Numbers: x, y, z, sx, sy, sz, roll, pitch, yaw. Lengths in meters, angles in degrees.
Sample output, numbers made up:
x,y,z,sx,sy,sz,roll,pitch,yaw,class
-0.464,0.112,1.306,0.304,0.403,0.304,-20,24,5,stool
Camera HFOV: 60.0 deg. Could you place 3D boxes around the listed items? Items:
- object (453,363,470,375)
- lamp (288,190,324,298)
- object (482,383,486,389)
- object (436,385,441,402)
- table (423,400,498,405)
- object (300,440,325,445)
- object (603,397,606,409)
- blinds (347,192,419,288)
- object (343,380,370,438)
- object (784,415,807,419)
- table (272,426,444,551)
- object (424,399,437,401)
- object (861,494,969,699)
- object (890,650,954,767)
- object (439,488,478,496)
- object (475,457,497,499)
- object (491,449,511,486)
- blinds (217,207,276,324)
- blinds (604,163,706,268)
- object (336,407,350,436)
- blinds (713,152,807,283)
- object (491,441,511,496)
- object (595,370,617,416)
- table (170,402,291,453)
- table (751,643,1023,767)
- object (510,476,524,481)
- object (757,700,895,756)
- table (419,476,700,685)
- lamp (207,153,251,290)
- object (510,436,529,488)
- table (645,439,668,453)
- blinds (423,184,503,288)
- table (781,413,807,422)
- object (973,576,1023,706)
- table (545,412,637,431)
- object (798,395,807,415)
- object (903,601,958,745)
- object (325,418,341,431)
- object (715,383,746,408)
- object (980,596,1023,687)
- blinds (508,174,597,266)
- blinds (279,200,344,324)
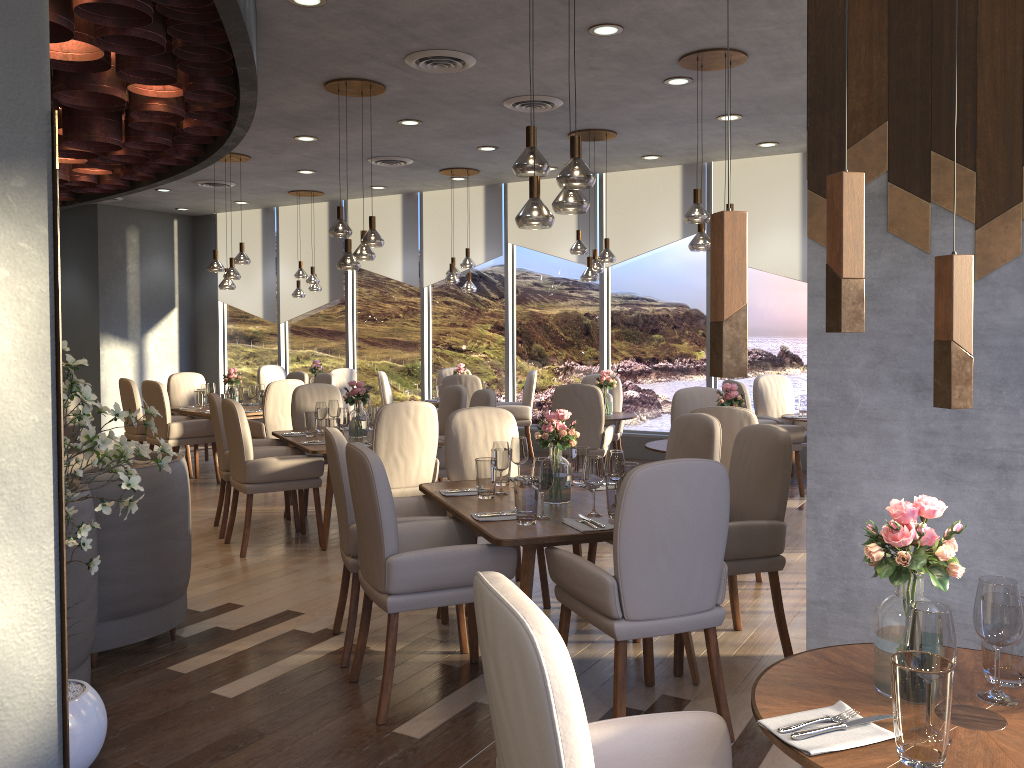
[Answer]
x,y,z,sx,sy,sz,roll,pitch,yaw,class
-0.566,-0.023,9.839,0.198,0.415,0.210,1,2,28,object
-2.605,-1.756,11.245,0.439,1.325,0.440,1,2,29,lamp
-0.342,0.085,10.002,0.102,0.178,0.102,1,2,25,object
-0.781,0.105,9.686,0.102,0.178,0.102,-1,2,-9,object
-0.568,0.515,9.847,0.834,0.661,0.834,1,3,29,table
-1.317,0.396,6.081,0.255,0.019,0.157,-2,4,-25,object
0.775,0.207,7.803,0.102,0.178,0.102,-2,3,-39,object
-1.701,-2.573,11.567,1.173,2.678,0.007,1,2,30,blinds
-1.129,0.178,6.457,0.210,0.415,0.198,-1,2,-12,object
2.514,0.282,7.720,0.255,0.019,0.157,-1,3,-14,object
-1.141,0.714,6.466,0.965,0.665,1.308,-2,3,-26,table
-0.844,0.176,9.842,0.255,0.019,0.157,-1,3,-5,object
0.830,0.437,1.835,0.210,0.415,0.198,0,2,8,object
0.717,0.573,1.552,0.102,0.178,0.102,0,2,15,object
-0.208,0.501,4.170,0.255,0.019,0.157,-1,3,-16,object
-0.117,0.429,4.029,0.102,0.178,0.102,0,2,20,object
-0.051,0.409,4.364,0.102,0.178,0.102,0,2,11,object
-3.858,-2.199,12.836,1.173,2.678,0.007,1,2,30,blinds
1.545,-2.625,9.672,1.173,2.678,0.007,1,2,30,blinds
-1.153,0.284,6.053,0.092,0.244,0.092,0,2,17,object
2.625,-2.298,9.051,1.173,2.678,0.007,1,2,30,blinds
-0.051,0.391,4.115,0.092,0.244,0.092,1,2,26,object
0.850,0.076,8.007,0.210,0.415,0.198,0,2,3,object
-2.826,0.576,8.989,0.965,0.665,1.308,-3,4,-43,table
0.900,0.981,1.740,0.834,0.661,0.835,1,3,21,table
0.090,0.483,4.455,0.157,0.019,0.255,-1,3,-15,object
0.613,0.645,1.684,0.255,0.019,0.157,-2,4,-21,object
0.190,0.853,3.975,0.965,0.665,1.308,-1,3,-19,table
-2.849,-1.618,8.915,0.439,1.325,0.440,-1,2,-21,lamp
0.034,0.380,4.296,0.092,0.244,0.092,1,2,33,object
1.300,0.738,5.864,0.834,0.661,0.835,0,3,5,table
-0.623,-2.542,10.939,1.173,2.678,0.007,1,2,30,blinds
2.792,0.619,7.758,0.834,0.661,0.835,0,3,17,table
0.994,0.523,1.815,0.092,0.244,0.092,-2,2,-37,object
0.714,0.613,8.055,0.834,0.661,0.835,-1,3,-10,table
2.624,0.187,7.966,0.102,0.178,0.102,-2,3,-42,object
0.774,0.534,1.643,0.092,0.244,0.092,0,2,21,object
-1.204,0.322,5.957,0.102,0.178,0.102,1,2,31,object
1.448,0.198,5.880,0.210,0.415,0.198,-1,2,-12,object
1.059,0.550,1.904,0.102,0.178,0.102,-1,2,-11,object
0.453,-2.656,10.308,1.173,2.678,0.007,1,2,30,blinds
-2.778,-2.168,12.207,1.173,2.678,0.007,1,2,30,blinds
